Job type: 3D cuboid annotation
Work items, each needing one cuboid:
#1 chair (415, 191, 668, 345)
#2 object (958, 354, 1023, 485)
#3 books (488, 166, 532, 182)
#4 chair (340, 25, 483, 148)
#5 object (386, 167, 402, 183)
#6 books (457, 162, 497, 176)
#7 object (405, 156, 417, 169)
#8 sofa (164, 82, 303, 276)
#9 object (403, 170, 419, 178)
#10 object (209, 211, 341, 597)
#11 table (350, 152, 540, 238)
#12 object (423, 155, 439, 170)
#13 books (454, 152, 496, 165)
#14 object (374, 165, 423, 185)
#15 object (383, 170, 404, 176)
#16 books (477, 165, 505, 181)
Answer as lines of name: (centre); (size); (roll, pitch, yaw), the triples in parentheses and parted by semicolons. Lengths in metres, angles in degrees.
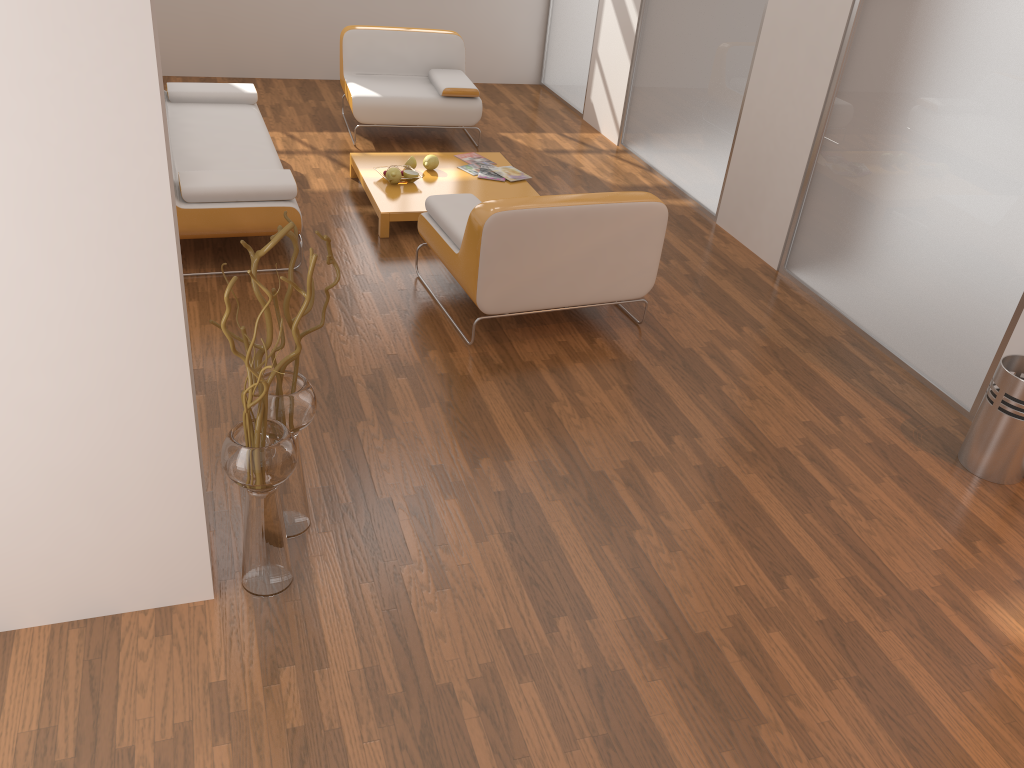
chair: (0.110, -0.703, 4.263); (0.923, 0.661, 0.825); (-8, 35, -23)
object: (1.957, 0.140, 3.469); (0.248, 0.450, 0.248); (19, 34, 18)
books: (-0.010, -1.319, 5.550); (0.171, 0.004, 0.249); (-16, 38, -32)
chair: (-0.746, -2.166, 6.444); (0.923, 0.661, 0.825); (-3, 33, -16)
object: (-0.690, -1.219, 5.183); (0.101, 0.095, 0.102); (29, 38, 31)
books: (-0.204, -1.360, 5.594); (0.249, 0.004, 0.171); (-23, 42, -39)
object: (-0.622, -1.353, 5.424); (0.080, 0.087, 0.094); (10, 32, 5)
sofa: (-1.736, -1.338, 4.933); (0.825, 0.661, 2.010); (-6, 34, -20)
object: (-0.599, -1.228, 5.255); (0.092, 0.065, 0.091); (24, 36, 25)
object: (-0.657, 0.106, 2.399); (0.284, 1.112, 0.655); (6, 32, -1)
table: (-0.405, -1.177, 5.410); (1.000, 0.150, 1.000); (-5, 34, -18)
object: (-0.500, -1.366, 5.466); (0.105, 0.091, 0.103); (-9, 35, -23)
books: (-0.240, -1.451, 5.734); (0.171, 0.004, 0.249); (-18, 40, -34)
object: (-0.676, -1.233, 5.261); (0.227, 0.048, 0.227); (-12, 36, -27)
object: (-0.698, -1.249, 5.275); (0.134, 0.037, 0.061); (-1, 33, -12)
books: (-0.118, -1.317, 5.534); (0.171, 0.004, 0.249); (7, 32, 1)
